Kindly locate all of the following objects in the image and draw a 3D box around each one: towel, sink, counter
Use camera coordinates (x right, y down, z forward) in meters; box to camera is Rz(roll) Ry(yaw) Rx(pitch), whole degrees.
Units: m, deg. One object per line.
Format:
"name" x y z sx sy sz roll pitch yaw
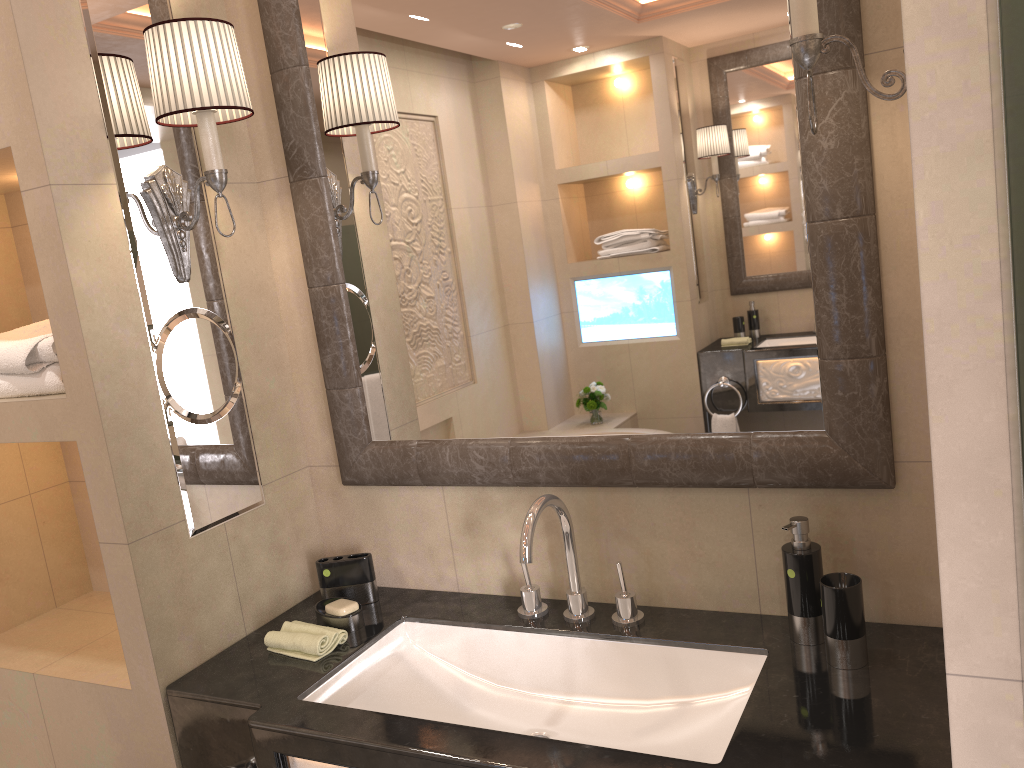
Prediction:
"towel" -0.405 0.495 1.736 0.149 0.039 0.096 -2 11 35
"sink" 0.037 0.568 1.512 0.760 0.135 0.349 -3 10 28
"towel" -1.714 -0.043 0.538 0.517 0.726 3.195 -3 10 28
"counter" 0.097 0.905 1.588 1.330 0.858 0.543 -3 10 28

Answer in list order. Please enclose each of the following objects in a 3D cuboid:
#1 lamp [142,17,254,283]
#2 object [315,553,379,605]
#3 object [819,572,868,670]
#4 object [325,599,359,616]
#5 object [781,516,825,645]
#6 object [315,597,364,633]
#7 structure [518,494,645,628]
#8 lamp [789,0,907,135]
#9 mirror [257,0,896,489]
"lamp" -0.573 -0.420 1.645 0.223 0.444 0.174 -3 10 28
"object" -0.356 0.425 1.918 0.124 0.104 0.038 -8 9 3
"object" 0.519 0.370 1.387 0.063 0.134 0.063 -13 10 -28
"object" -0.347 0.455 1.807 0.051 0.022 0.077 -16 12 -41
"object" 0.485 0.323 1.473 0.063 0.208 0.063 -7 9 10
"object" -0.355 0.475 1.825 0.080 0.035 0.133 -16 12 -43
"structure" 0.080 0.320 1.659 0.242 0.268 0.223 -13 10 -26
"lamp" 0.396 -0.475 1.124 0.223 0.444 0.174 -3 10 28
"mirror" 0.030 -0.448 1.596 1.130 1.320 0.040 -3 10 28
